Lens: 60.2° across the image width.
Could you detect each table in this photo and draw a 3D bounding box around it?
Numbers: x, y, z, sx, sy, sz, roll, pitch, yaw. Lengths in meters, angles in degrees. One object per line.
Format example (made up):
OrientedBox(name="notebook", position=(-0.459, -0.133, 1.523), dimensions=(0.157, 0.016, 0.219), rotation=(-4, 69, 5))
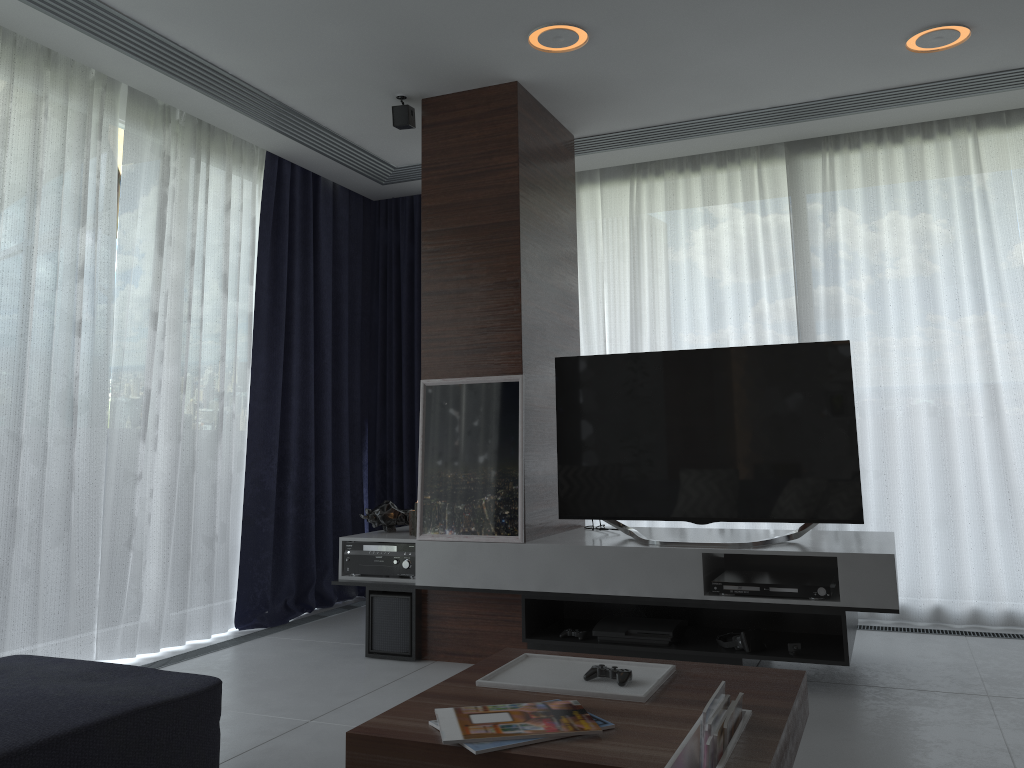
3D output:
OrientedBox(name="table", position=(0.198, 0.858, 1.925), dimensions=(0.798, 0.357, 0.798), rotation=(-3, -6, 23))

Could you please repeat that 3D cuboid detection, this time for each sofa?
OrientedBox(name="sofa", position=(-0.735, 0.703, 1.378), dimensions=(2.866, 0.616, 1.882), rotation=(-3, -5, 23))

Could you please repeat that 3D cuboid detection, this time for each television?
OrientedBox(name="television", position=(0.773, 0.250, 3.654), dimensions=(1.227, 0.797, 0.294), rotation=(-3, -9, 23))

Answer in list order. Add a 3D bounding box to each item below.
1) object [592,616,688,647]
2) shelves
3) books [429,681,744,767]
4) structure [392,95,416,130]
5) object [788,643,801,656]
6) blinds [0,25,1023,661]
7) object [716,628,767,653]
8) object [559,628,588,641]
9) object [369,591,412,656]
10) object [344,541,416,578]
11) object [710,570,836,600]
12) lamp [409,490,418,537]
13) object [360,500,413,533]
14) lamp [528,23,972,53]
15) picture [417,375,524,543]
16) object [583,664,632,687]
OrientedBox(name="object", position=(0.522, 0.990, 3.567), dimensions=(0.313, 0.068, 0.311), rotation=(-3, -5, 23))
OrientedBox(name="shelves", position=(0.440, 0.927, 3.913), dimensions=(2.344, 0.506, 0.865), rotation=(-3, -6, 23))
OrientedBox(name="books", position=(3.945, 0.687, 1.594), dimensions=(8.233, 0.378, 0.400), rotation=(-1, -7, 2))
OrientedBox(name="structure", position=(-0.517, -1.290, 4.223), dimensions=(0.084, 0.144, 0.113), rotation=(-3, -8, 13))
OrientedBox(name="object", position=(1.034, 0.970, 3.231), dimensions=(0.044, 0.044, 0.043), rotation=(-4, -7, 23))
OrientedBox(name="blinds", position=(0.185, -0.377, 1.765), dimensions=(5.782, 2.807, 7.077), rotation=(-4, -6, 26))
OrientedBox(name="object", position=(0.862, 0.966, 3.369), dimensions=(0.116, 0.080, 0.182), rotation=(4, -7, -37))
OrientedBox(name="object", position=(0.254, 1.012, 3.584), dimensions=(0.112, 0.037, 0.070), rotation=(-4, -6, 36))
OrientedBox(name="object", position=(-0.481, 1.054, 3.950), dimensions=(0.212, 0.254, 0.252), rotation=(-4, -7, 23))
OrientedBox(name="object", position=(-0.531, 0.803, 4.123), dimensions=(0.368, 0.152, 0.365), rotation=(-3, -5, 23))
OrientedBox(name="object", position=(1.012, 0.774, 3.405), dimensions=(0.429, 0.053, 0.332), rotation=(-3, -5, 23))
OrientedBox(name="lamp", position=(-0.427, 0.593, 4.081), dimensions=(0.077, 0.214, 0.151), rotation=(2, -8, -19))
OrientedBox(name="object", position=(-0.584, 0.643, 4.301), dimensions=(0.310, 0.152, 0.136), rotation=(1, -7, -19))
OrientedBox(name="lamp", position=(2.987, -1.630, 0.935), dimensions=(9.578, 0.085, 5.290), rotation=(-2, -4, 9))
OrientedBox(name="picture", position=(-0.181, 0.320, 3.829), dimensions=(0.499, 0.710, 0.052), rotation=(-4, -10, 22))
OrientedBox(name="object", position=(0.230, 0.681, 2.080), dimensions=(0.112, 0.037, 0.070), rotation=(-4, -6, 36))
